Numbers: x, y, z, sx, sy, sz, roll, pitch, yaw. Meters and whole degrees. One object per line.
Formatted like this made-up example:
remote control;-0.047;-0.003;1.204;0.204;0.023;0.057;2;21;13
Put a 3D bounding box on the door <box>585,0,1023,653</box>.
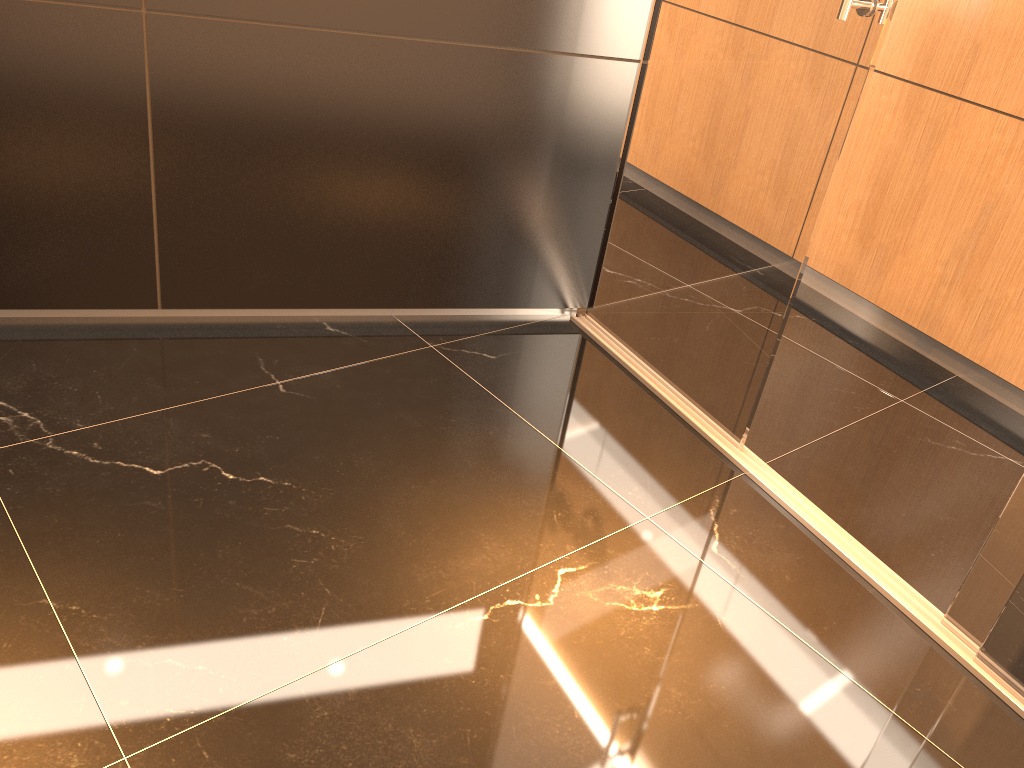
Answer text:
door;1.140;-1.006;1.596;0.098;3.285;2.473;-8;35;-29
